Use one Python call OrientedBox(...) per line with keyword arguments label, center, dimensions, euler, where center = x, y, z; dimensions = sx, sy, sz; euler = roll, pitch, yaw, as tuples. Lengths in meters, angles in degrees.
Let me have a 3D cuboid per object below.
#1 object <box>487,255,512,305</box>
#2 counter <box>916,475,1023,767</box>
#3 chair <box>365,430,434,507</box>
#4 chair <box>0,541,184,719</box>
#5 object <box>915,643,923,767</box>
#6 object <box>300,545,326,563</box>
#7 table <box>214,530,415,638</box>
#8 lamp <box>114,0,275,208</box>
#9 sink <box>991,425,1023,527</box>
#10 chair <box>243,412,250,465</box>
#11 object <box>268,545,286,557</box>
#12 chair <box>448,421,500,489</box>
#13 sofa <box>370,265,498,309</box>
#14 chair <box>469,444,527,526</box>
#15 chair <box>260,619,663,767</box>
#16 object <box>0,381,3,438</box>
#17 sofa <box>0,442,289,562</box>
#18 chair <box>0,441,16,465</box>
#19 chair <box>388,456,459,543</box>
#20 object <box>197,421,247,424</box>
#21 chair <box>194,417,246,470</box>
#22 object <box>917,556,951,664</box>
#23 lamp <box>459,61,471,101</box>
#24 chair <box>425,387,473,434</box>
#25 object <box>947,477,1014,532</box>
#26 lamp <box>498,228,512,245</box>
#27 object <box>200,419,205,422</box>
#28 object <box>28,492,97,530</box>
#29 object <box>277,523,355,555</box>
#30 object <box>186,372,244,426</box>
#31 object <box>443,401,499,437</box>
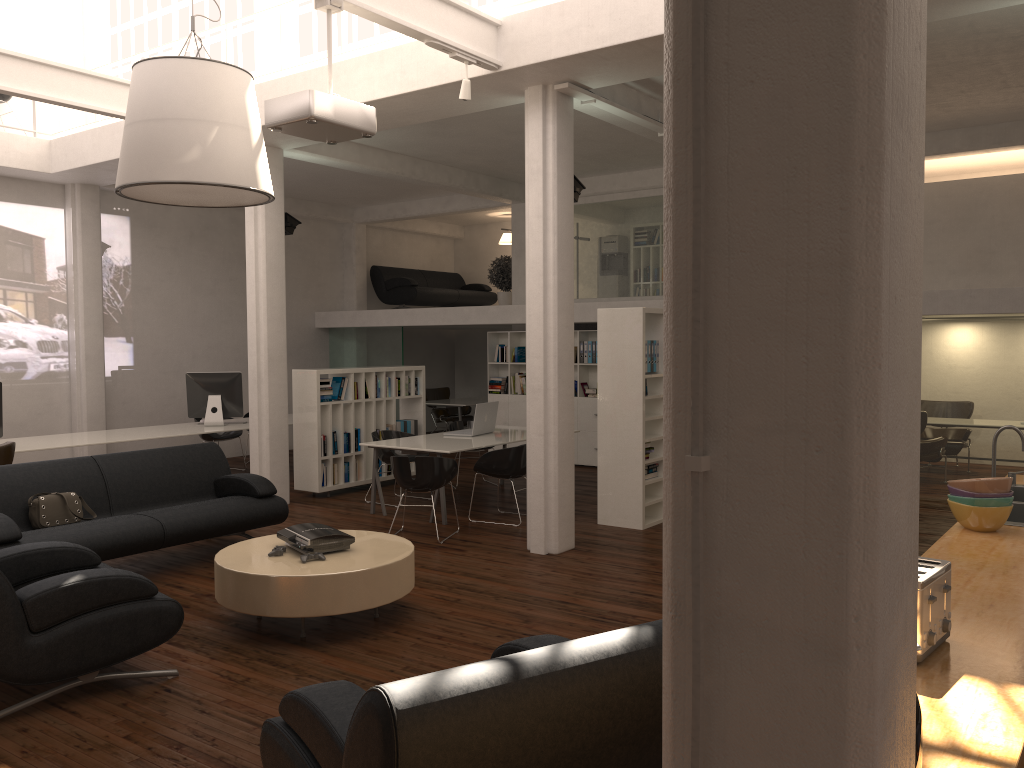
OrientedBox(label="object", center=(-0.120, -2.133, 18.541), dimensions=(0.793, 1.127, 0.770), euler=(1, 3, 34))
OrientedBox(label="counter", center=(2.418, 1.472, 4.455), dimensions=(0.689, 1.141, 6.858), euler=(2, 3, 36))
OrientedBox(label="chair", center=(-1.645, 1.195, 12.817), dimensions=(0.757, 1.004, 0.795), euler=(2, 3, 36))
OrientedBox(label="chair", center=(-3.261, 1.461, 6.078), dimensions=(1.481, 1.130, 1.454), euler=(-3, 4, -43))
OrientedBox(label="object", center=(0.902, 0.816, 2.216), dimensions=(0.201, 0.400, 0.232), euler=(-2, 3, -33))
OrientedBox(label="object", center=(-1.612, 1.348, 7.075), dimensions=(0.193, 0.099, 0.231), euler=(-2, 3, -31))
OrientedBox(label="table", center=(-1.628, 1.669, 7.411), dimensions=(1.616, 0.570, 1.616), euler=(1, 3, 29))
OrientedBox(label="lamp", center=(-2.899, -3.854, 8.019), dimensions=(1.386, 4.284, 1.386), euler=(-3, 4, -40))
OrientedBox(label="sink", center=(3.564, 0.671, 6.014), dimensions=(0.596, 0.774, 1.757), euler=(2, 3, 36))
OrientedBox(label="chair", center=(-4.755, 1.010, 17.112), dimensions=(0.795, 1.004, 0.757), euler=(-1, 3, -9))
OrientedBox(label="object", center=(-1.921, 1.360, 7.257), dimensions=(0.119, 0.062, 0.193), euler=(0, 3, -3))
OrientedBox(label="chair", center=(-0.650, 1.121, 14.261), dimensions=(0.795, 1.004, 0.757), euler=(-1, 3, -19))
OrientedBox(label="sofa", center=(-1.832, -2.248, 21.487), dimensions=(1.467, 1.119, 3.087), euler=(2, 3, 36))
OrientedBox(label="chair", center=(-0.054, 1.250, 11.458), dimensions=(0.757, 1.004, 0.795), euler=(1, 3, 31))
OrientedBox(label="chair", center=(-0.186, 1.546, 3.908), dimensions=(1.454, 1.130, 1.481), euler=(-2, 3, -33))
OrientedBox(label="object", center=(-7.046, 0.411, 11.387), dimensions=(0.886, 0.888, 0.347), euler=(-2, 3, -34))
OrientedBox(label="sofa", center=(-3.962, 1.329, 9.060), dimensions=(1.467, 1.119, 3.087), euler=(2, 3, 36))
OrientedBox(label="chair", center=(-6.186, 1.265, 9.859), dimensions=(0.991, 1.183, 0.994), euler=(0, 3, 11))
OrientedBox(label="chair", center=(-1.067, 1.303, 10.473), dimensions=(0.795, 1.004, 0.757), euler=(0, 3, 11))
OrientedBox(label="object", center=(-4.914, 0.653, 15.035), dimensions=(0.804, 0.032, 0.217), euler=(-1, 3, -9))
OrientedBox(label="chair", center=(-5.308, 1.070, 15.914), dimensions=(0.757, 1.004, 0.795), euler=(2, 3, 36))
OrientedBox(label="object", center=(1.430, 0.815, 3.265), dimensions=(0.291, 0.296, 0.385), euler=(2, 4, 41))
OrientedBox(label="lamp", center=(-0.444, -2.894, 8.496), dimensions=(0.136, 0.357, 0.117), euler=(2, 4, 42))
OrientedBox(label="chair", center=(-1.546, 0.690, 21.410), dimensions=(0.991, 1.183, 0.994), euler=(2, 3, 36))
OrientedBox(label="object", center=(2.766, 0.699, 5.249), dimensions=(0.299, 0.332, 0.331), euler=(-1, 3, -8))
OrientedBox(label="lamp", center=(0.664, -3.449, 20.425), dimensions=(0.447, 0.513, 2.635), euler=(-3, 4, -45))
OrientedBox(label="object", center=(-5.303, 0.634, 15.230), dimensions=(0.108, 0.052, 0.194), euler=(-1, 3, -8))
OrientedBox(label="object", center=(-4.399, 1.224, 8.661), dimensions=(0.586, 0.352, 0.331), euler=(-3, 3, -39))
OrientedBox(label="object", center=(-1.652, 1.298, 7.449), dimensions=(0.471, 0.163, 0.558), euler=(-2, 3, -34))
OrientedBox(label="object", center=(-4.898, 0.246, 14.606), dimensions=(0.886, 0.888, 0.347), euler=(-1, 3, -9))
OrientedBox(label="object", center=(-0.593, 0.499, 13.002), dimensions=(0.557, 0.470, 0.702), euler=(1, 3, 26))
